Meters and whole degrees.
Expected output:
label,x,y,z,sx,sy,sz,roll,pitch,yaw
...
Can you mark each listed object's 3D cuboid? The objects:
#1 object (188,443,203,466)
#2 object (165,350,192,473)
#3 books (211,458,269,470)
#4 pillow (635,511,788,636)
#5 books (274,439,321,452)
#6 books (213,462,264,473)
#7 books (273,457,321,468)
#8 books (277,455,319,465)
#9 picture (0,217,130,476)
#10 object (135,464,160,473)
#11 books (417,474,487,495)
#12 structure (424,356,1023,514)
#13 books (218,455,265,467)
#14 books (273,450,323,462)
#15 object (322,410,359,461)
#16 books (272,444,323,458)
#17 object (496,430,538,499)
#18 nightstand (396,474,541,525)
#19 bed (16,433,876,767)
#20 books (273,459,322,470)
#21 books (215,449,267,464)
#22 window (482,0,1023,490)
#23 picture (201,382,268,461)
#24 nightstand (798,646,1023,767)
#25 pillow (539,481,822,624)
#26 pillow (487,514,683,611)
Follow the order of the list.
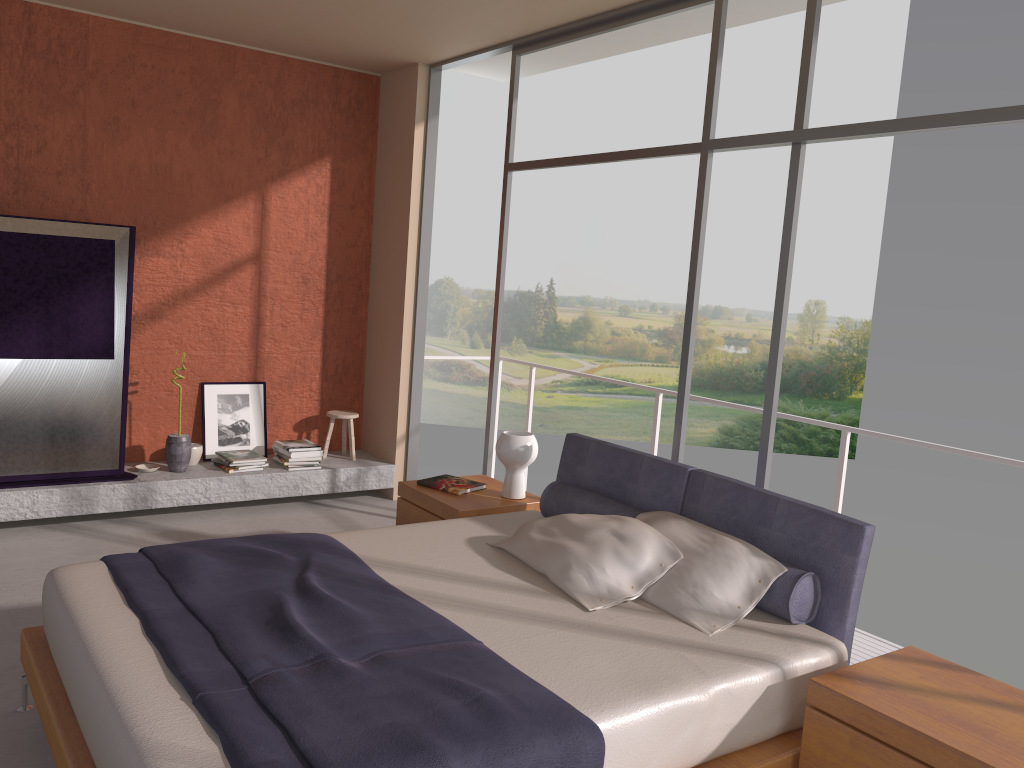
label,x,y,z,sx,sy,sz,roll,pitch,yaw
object,-2.224,0.489,6.101,0.179,0.137,0.180,1,7,-23
object,-2.196,0.180,5.857,0.165,0.810,0.165,3,7,-12
books,-1.881,0.542,6.138,0.328,0.018,0.247,10,9,39
pillow,0.622,0.691,3.378,0.400,0.265,0.791,0,8,-33
books,-1.531,0.440,6.333,0.247,0.025,0.287,-1,8,-36
books,-1.888,0.566,6.126,0.247,0.025,0.287,-1,9,-39
books,-1.539,0.552,6.347,0.247,0.018,0.287,-1,8,-36
books,-1.526,0.534,6.322,0.247,0.025,0.287,1,7,-25
picture,-2.854,-0.213,5.206,1.129,1.496,0.126,-1,8,-36
object,-2.403,0.563,5.844,0.152,0.040,0.152,4,7,-1
books,-0.325,0.543,4.787,0.287,0.025,0.247,9,8,35
structure,1.789,0.814,3.785,0.728,1.005,7.689,-1,8,-36
books,-1.868,0.522,6.125,0.247,0.025,0.287,0,8,-33
books,-1.532,0.504,6.336,0.247,0.027,0.328,0,8,-34
object,-1.270,0.388,6.677,0.260,0.349,0.257,7,7,23
books,-1.530,0.472,6.332,0.247,0.038,0.319,-1,9,-38
object,0.020,0.424,4.648,0.224,0.338,0.224,1,7,-24
nightstand,-0.230,0.846,4.768,0.562,0.556,0.628,-1,8,-36
bed,-0.233,0.844,3.148,2.462,0.959,2.017,-1,8,-36
books,-1.537,0.571,6.344,0.247,0.018,0.328,0,8,-34
books,-1.870,0.501,6.126,0.247,0.018,0.328,-1,9,-39
window,1.646,-0.130,3.280,0.075,3.133,6.106,-1,8,-36
picture,-1.986,0.263,6.359,0.458,0.550,0.117,-1,8,-36
nightstand,1.291,1.211,2.641,0.562,0.556,0.628,-1,8,-36
pillow,0.628,0.661,3.716,0.205,0.201,1.470,-1,8,-36
pillow,0.265,0.652,3.561,0.431,0.264,0.869,1,8,-28
